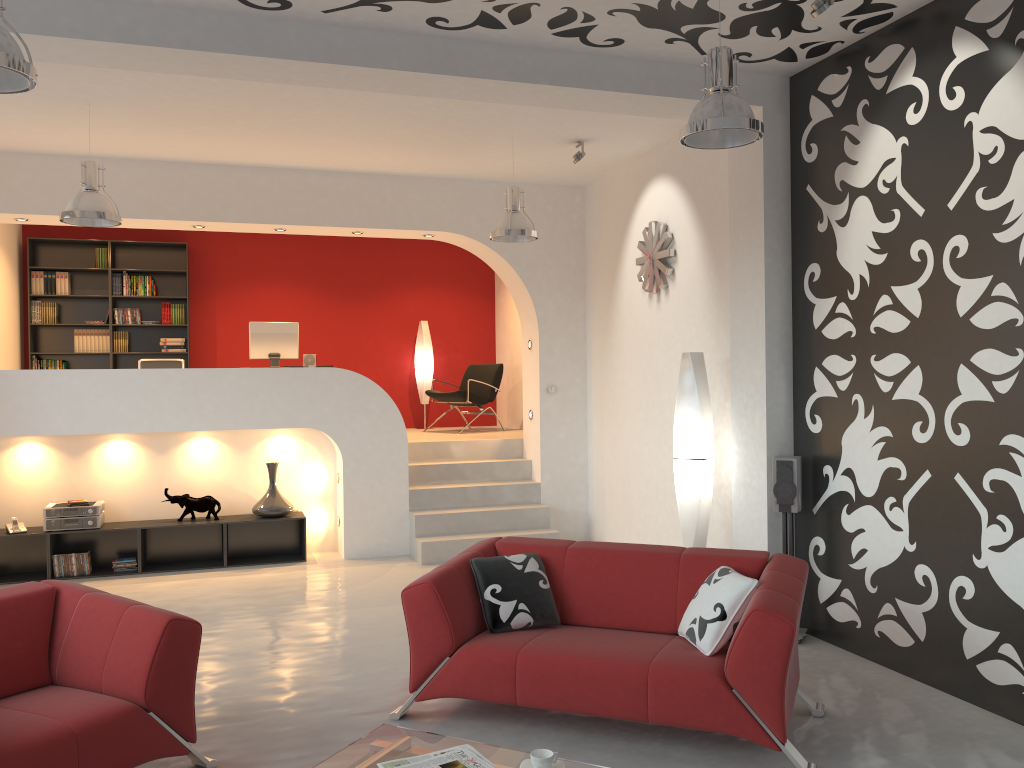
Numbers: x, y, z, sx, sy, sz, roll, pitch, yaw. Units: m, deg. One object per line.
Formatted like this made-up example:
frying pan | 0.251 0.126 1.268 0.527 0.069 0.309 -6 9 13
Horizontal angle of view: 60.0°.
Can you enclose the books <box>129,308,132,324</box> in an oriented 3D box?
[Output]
books | -4.344 -0.765 10.117 0.031 0.190 0.135 -1 0 -18

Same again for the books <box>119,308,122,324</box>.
books | -4.444 -0.763 10.084 0.031 0.190 0.135 -1 0 -18

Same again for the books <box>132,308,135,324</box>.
books | -4.316 -0.765 10.126 0.031 0.190 0.135 -1 0 -18

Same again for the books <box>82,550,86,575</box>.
books | -3.607 1.508 7.490 0.031 0.190 0.135 -1 0 -18

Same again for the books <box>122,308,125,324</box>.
books | -4.416 -0.764 10.093 0.031 0.190 0.135 -1 0 -18

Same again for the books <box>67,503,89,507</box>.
books | -3.676 1.016 7.513 0.135 0.015 0.190 -1 0 -38

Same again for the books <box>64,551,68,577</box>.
books | -3.735 1.510 7.447 0.031 0.190 0.135 -1 0 -18

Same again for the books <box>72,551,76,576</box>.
books | -3.678 1.509 7.466 0.031 0.190 0.135 -1 0 -18

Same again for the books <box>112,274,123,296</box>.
books | -4.474 -1.112 10.065 0.090 0.256 0.181 -1 0 -18

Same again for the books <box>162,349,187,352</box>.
books | -3.893 -0.380 10.234 0.260 0.040 0.200 -1 0 -17

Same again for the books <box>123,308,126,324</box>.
books | -4.401 -0.764 10.098 0.031 0.190 0.135 -1 0 -18

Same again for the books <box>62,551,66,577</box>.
books | -3.750 1.511 7.442 0.031 0.190 0.135 -1 0 -18

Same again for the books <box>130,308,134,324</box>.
books | -4.330 -0.765 10.121 0.031 0.190 0.135 -1 0 -18

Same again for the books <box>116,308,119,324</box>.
books | -4.472 -0.763 10.074 0.031 0.190 0.135 -1 0 -18

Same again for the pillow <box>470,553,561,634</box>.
pillow | 0.016 1.042 4.449 0.402 0.343 0.288 -1 0 -26

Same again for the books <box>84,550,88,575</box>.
books | -3.593 1.508 7.495 0.031 0.190 0.135 -1 0 -18

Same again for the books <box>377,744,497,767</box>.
books | -0.239 1.291 2.921 0.367 0.035 0.345 -1 0 -28

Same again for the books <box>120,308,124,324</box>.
books | -4.430 -0.764 10.088 0.031 0.190 0.135 -1 0 -18

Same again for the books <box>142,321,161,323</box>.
books | -4.141 -0.710 10.184 0.190 0.015 0.135 -1 0 -13

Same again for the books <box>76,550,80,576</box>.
books | -3.650 1.509 7.476 0.031 0.190 0.135 -1 0 -18

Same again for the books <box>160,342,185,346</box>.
books | -3.914 -0.460 10.222 0.260 0.040 0.200 -1 0 -19

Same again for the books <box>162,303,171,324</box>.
books | -3.983 -0.803 10.229 0.090 0.256 0.181 -1 0 -18

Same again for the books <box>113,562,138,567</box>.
books | -3.324 1.546 7.637 0.190 0.015 0.135 -1 0 -18

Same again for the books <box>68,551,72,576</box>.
books | -3.707 1.510 7.457 0.031 0.190 0.135 -1 0 -18

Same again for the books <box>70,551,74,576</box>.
books | -3.693 1.510 7.461 0.031 0.190 0.135 -1 0 -18

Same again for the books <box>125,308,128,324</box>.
books | -4.387 -0.764 10.102 0.031 0.190 0.135 -1 0 -18

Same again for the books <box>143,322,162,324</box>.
books | -4.132 -0.695 10.188 0.190 0.015 0.135 -1 0 -18

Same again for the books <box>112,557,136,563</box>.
books | -3.337 1.517 7.632 0.190 0.015 0.135 -1 0 -23

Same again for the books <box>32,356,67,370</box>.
books | -5.111 -0.168 9.830 0.341 0.286 0.231 -1 0 -18

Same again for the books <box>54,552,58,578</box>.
books | -3.807 1.511 7.423 0.031 0.190 0.135 -1 0 -18

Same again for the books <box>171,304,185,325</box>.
books | -3.869 -0.797 10.266 0.146 0.240 0.170 -1 0 -18

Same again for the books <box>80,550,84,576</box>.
books | -3.621 1.509 7.485 0.031 0.190 0.135 -1 0 -18

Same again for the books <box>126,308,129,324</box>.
books | -4.373 -0.764 10.107 0.031 0.190 0.135 -1 0 -18

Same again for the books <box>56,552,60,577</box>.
books | -3.792 1.511 7.428 0.031 0.190 0.135 -1 0 -18

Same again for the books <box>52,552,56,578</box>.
books | -3.821 1.512 7.419 0.031 0.190 0.135 -1 0 -18

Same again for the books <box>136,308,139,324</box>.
books | -4.273 -0.766 10.140 0.031 0.190 0.135 -1 0 -18

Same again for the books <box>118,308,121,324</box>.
books | -4.458 -0.763 10.079 0.031 0.190 0.135 -1 0 -18

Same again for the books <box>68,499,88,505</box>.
books | -3.682 1.001 7.521 0.135 0.015 0.190 -1 0 -33

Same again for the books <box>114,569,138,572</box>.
books | -3.325 1.591 7.637 0.190 0.015 0.135 -1 0 -23

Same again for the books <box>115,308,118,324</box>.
books | -4.487 -0.763 10.069 0.031 0.190 0.135 -1 0 -18

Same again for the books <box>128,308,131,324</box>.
books | -4.359 -0.765 10.112 0.031 0.190 0.135 -1 0 -18

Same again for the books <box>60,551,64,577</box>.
books | -3.764 1.511 7.438 0.031 0.190 0.135 -1 0 -18

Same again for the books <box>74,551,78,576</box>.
books | -3.664 1.509 7.471 0.031 0.190 0.135 -1 0 -18

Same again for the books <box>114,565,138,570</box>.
books | -3.320 1.576 7.638 0.190 0.015 0.135 -1 0 -18

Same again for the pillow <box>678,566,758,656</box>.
pillow | 0.942 1.032 4.077 0.288 0.343 0.402 -1 0 -11

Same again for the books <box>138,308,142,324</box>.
books | -4.259 -0.766 10.145 0.031 0.190 0.135 -1 0 -18

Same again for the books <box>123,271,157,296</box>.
books | -4.242 -1.131 10.117 0.341 0.286 0.231 -1 0 -18

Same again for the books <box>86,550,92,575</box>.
books | -3.579 1.508 7.499 0.031 0.190 0.135 -1 0 -18

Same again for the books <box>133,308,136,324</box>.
books | -4.302 -0.766 10.131 0.031 0.190 0.135 -1 0 -18

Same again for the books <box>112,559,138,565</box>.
books | -3.326 1.531 7.629 0.190 0.015 0.135 -1 0 -18

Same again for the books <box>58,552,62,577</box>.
books | -3.778 1.511 7.433 0.031 0.190 0.135 -1 0 -18

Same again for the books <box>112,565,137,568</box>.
books | -3.329 1.561 7.635 0.190 0.015 0.135 -1 0 -13

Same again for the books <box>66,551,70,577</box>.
books | -3.721 1.510 7.452 0.031 0.190 0.135 -1 0 -18

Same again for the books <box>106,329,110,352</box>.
books | -4.555 -0.481 10.026 0.040 0.260 0.200 -1 0 -18

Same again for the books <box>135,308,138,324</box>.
books | -4.287 -0.766 10.136 0.031 0.190 0.135 -1 0 -18

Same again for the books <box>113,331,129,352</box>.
books | -4.439 -0.472 10.077 0.146 0.240 0.170 -1 0 -18

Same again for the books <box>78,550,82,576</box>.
books | -3.636 1.509 7.480 0.031 0.190 0.135 -1 0 -18

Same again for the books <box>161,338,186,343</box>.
books | -3.903 -0.500 10.216 0.260 0.040 0.200 -1 0 -18

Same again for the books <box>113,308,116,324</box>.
books | -4.501 -0.763 10.065 0.031 0.190 0.135 -1 0 -18

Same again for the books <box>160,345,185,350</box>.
books | -3.910 -0.420 10.224 0.260 0.040 0.200 -1 0 -18
